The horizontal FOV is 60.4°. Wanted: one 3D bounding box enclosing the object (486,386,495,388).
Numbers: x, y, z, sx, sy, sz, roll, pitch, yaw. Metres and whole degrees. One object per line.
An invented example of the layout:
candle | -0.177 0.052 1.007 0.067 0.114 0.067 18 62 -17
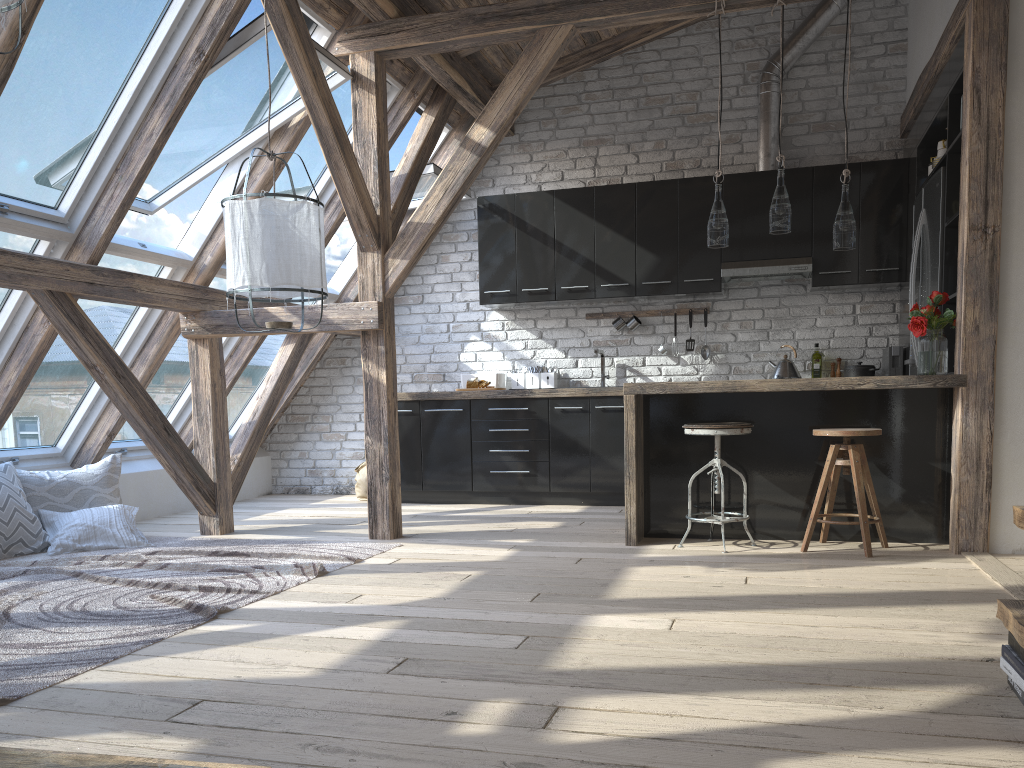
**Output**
object | -0.163 0.026 6.643 0.068 0.017 0.077 -1 -1 -6

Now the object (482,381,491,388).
object | -0.192 0.007 6.631 0.073 0.055 0.082 -1 1 -7

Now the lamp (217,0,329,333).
lamp | -0.967 -1.167 3.493 0.405 1.915 0.397 -5 7 -32

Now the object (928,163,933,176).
object | 2.593 -1.288 5.286 0.207 0.176 0.185 -2 3 -33

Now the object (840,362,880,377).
object | 2.420 -0.086 6.130 0.247 0.142 0.207 -1 1 15

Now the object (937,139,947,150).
object | 2.439 -1.328 4.933 0.094 0.068 0.105 -1 1 2

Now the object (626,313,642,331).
object | 0.917 -0.467 6.617 0.117 0.140 0.092 1 4 33

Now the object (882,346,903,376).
object | 2.602 -0.135 6.022 0.088 0.228 0.349 0 1 16

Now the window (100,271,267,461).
window | -2.261 -0.127 5.889 1.096 1.289 0.847 0 4 16

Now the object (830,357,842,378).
object | 2.309 -0.102 6.274 0.080 0.185 0.039 1 6 29

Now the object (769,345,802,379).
object | 1.890 -0.153 6.081 0.222 0.237 0.220 -1 3 6

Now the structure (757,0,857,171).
structure | 2.191 -2.112 6.038 0.982 1.298 0.168 0 6 16

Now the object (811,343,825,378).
object | 2.187 -0.149 6.283 0.089 0.285 0.081 0 6 12

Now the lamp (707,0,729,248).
lamp | 1.017 -1.346 4.353 0.108 1.301 0.222 1 6 18

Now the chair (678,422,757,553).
chair | 1.052 0.518 4.504 0.352 0.643 0.352 -5 6 -40

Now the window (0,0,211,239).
window | -1.844 -1.371 3.728 1.096 1.289 0.847 0 4 16

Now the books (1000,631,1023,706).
books | 1.373 0.651 2.101 0.290 0.267 0.357 -1 2 16

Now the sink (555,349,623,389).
sink | 0.630 0.000 6.514 0.526 0.520 0.510 -1 3 16

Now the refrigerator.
refrigerator | 2.733 -0.173 5.044 0.852 1.941 0.933 0 5 16

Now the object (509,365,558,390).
object | 0.181 -0.054 6.853 0.405 0.203 0.146 -1 3 18

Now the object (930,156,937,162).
object | 2.486 -1.282 5.088 0.094 0.068 0.105 0 2 44

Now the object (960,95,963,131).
object | 2.207 -1.316 4.190 0.125 0.209 0.123 0 4 21

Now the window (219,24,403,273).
window | -1.330 -1.349 5.483 1.096 1.289 0.847 0 4 16

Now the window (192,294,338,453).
window | -2.004 -0.116 6.767 1.096 1.289 0.847 0 4 16

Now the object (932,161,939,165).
object | 2.444 -1.239 4.951 0.148 0.026 0.148 -1 -1 -32

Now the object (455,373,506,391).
object | -0.223 -0.013 6.776 0.381 0.135 0.586 -1 -1 5

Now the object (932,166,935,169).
object | 2.445 -1.215 4.954 0.148 0.023 0.148 -2 -1 43

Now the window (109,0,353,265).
window | -1.635 -1.359 4.619 1.406 1.289 0.847 -1 4 16

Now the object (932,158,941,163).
object | 2.444 -1.250 4.950 0.148 0.026 0.148 -1 -1 -32

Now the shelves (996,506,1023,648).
shelves | 1.258 0.557 1.711 0.331 0.453 1.593 0 0 16

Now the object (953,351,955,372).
object | 2.355 -0.141 4.510 0.134 0.166 0.133 -1 3 6

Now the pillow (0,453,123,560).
pillow | -2.684 0.686 4.889 0.501 0.538 1.147 0 1 21

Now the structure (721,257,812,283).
structure | 1.792 -0.803 6.202 0.600 0.104 0.366 -1 -1 16

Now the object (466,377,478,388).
object | -0.300 -0.006 6.617 0.090 0.088 0.085 -2 3 -6

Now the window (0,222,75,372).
window | -2.775 -0.148 4.133 1.096 1.289 0.847 0 4 16

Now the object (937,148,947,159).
object | 2.446 -1.283 4.941 0.106 0.068 0.093 -1 1 27

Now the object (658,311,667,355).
object | 1.126 -0.379 6.579 0.071 0.329 0.065 0 6 16

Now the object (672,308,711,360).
object | 1.321 -0.363 6.492 0.282 0.385 0.069 0 6 17

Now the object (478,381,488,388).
object | -0.216 0.006 6.617 0.072 0.058 0.083 -1 1 -8

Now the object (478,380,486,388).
object | -0.228 0.003 6.674 0.074 0.068 0.078 -2 2 -12

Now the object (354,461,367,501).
object | -1.149 0.742 7.164 0.392 0.393 0.336 1 4 42

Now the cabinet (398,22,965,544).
cabinet | 0.802 -0.391 5.647 4.215 2.534 2.075 -1 3 16

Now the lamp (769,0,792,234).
lamp | 1.297 -1.379 4.276 0.108 1.250 0.237 2 7 28

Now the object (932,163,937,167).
object | 2.444 -1.227 4.952 0.148 0.026 0.148 -1 -1 -32

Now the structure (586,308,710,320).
structure | 1.005 -0.531 6.607 0.932 0.046 0.081 -2 1 16

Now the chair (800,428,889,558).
chair | 1.641 0.521 4.324 0.340 0.601 0.338 2 5 36

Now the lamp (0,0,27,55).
lamp | -1.392 -1.480 2.036 0.407 1.318 0.395 -2 5 -8

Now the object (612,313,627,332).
object | 0.814 -0.464 6.655 0.117 0.140 0.092 0 4 18

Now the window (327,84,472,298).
window | -1.133 -1.337 6.378 1.520 1.289 0.847 -1 4 16

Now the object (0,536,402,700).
object | -2.095 0.860 3.617 2.188 0.057 3.168 -2 -1 17

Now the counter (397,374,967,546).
counter | 0.605 0.446 5.726 3.812 0.860 2.227 -1 0 16

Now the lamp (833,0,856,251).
lamp | 1.596 -1.335 4.187 0.109 1.355 0.223 1 6 18

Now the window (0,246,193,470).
window | -2.518 -0.137 5.011 1.096 1.289 0.847 0 4 16

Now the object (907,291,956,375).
object | 2.041 -0.249 4.278 0.310 0.419 0.250 -4 5 -41

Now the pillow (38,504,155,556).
pillow | -2.336 0.819 4.944 0.535 0.244 0.473 -1 0 -32
